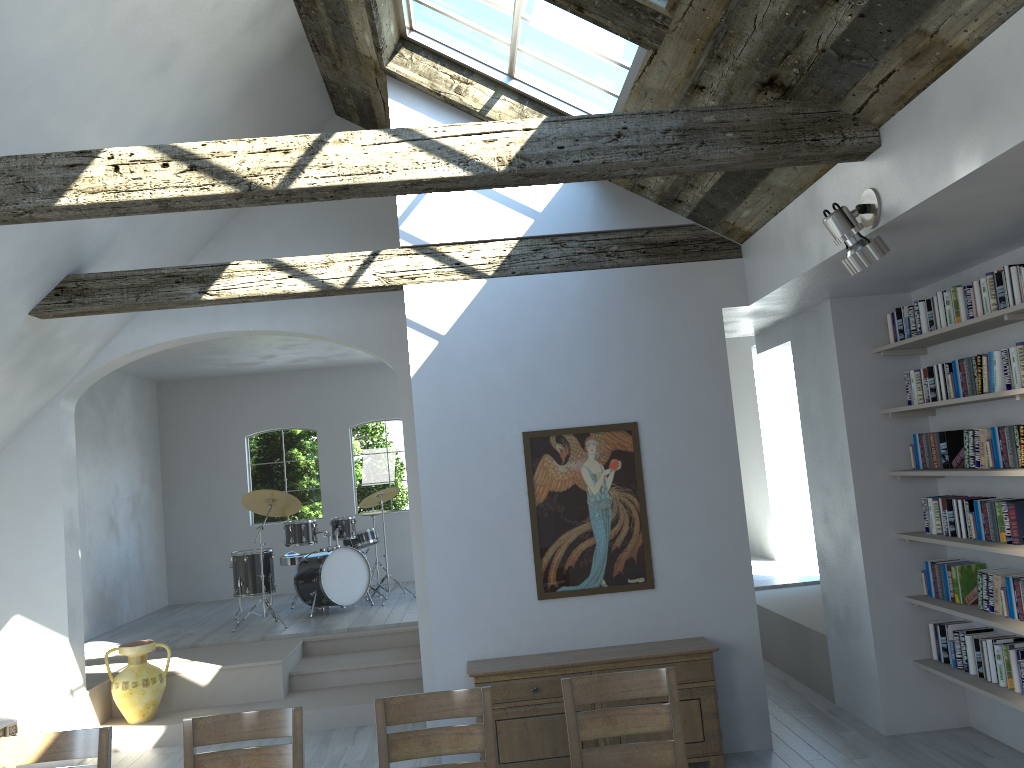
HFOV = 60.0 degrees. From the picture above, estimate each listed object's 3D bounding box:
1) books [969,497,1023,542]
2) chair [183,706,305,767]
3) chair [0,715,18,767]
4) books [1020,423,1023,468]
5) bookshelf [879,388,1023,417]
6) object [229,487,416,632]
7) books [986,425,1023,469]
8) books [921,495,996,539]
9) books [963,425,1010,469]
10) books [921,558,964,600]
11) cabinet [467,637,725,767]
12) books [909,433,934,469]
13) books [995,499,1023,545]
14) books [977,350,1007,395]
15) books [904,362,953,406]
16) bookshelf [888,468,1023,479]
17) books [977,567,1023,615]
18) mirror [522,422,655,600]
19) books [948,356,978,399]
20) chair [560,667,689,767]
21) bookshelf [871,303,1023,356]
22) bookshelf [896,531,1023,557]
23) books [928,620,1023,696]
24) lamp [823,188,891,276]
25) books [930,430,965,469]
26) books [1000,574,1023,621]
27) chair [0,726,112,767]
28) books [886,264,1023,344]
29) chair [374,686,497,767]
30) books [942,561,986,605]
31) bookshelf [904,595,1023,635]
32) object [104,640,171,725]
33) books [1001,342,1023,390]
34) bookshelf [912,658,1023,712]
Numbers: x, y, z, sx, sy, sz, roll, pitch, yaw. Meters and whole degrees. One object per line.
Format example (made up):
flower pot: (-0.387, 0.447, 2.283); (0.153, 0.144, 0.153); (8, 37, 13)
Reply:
books: (2.687, 0.747, 4.899); (0.209, 0.220, 0.278); (-5, -6, -5)
chair: (-0.998, 1.763, 3.189); (0.514, 1.006, 0.605); (-5, -6, -3)
chair: (-3.845, 2.237, 6.102); (0.655, 1.159, 0.552); (-7, -6, 22)
books: (2.673, 0.298, 4.408); (0.189, 0.228, 0.249); (-5, -6, -3)
bookshelf: (2.715, -0.203, 1.845); (0.315, 0.070, 7.825); (-5, -6, -3)
object: (-2.272, 1.835, 9.935); (1.465, 1.383, 2.354); (-10, -7, 41)
books: (2.662, 0.326, 4.677); (0.209, 0.220, 0.278); (-5, -6, -5)
books: (2.668, 0.788, 5.297); (0.214, 0.220, 0.490); (-5, -6, -3)
books: (2.649, 0.350, 4.920); (0.189, 0.228, 0.249); (-5, -6, -3)
books: (2.693, 1.205, 5.496); (0.209, 0.220, 0.278); (-5, -6, -5)
cabinet: (0.499, 1.974, 5.279); (1.481, 0.714, 0.383); (-5, -6, -3)
books: (2.623, 0.411, 5.510); (0.209, 0.220, 0.278); (-5, -6, -5)
books: (2.699, 0.717, 4.590); (0.189, 0.224, 0.345); (-5, -6, -3)
books: (2.624, -0.064, 4.727); (0.189, 0.228, 0.249); (-5, -6, -3)
books: (2.595, 0.004, 5.380); (0.214, 0.220, 0.490); (-5, -6, -3)
bookshelf: (2.752, 0.189, 1.807); (0.315, 0.070, 7.825); (-5, -6, -3)
books: (2.718, 1.144, 4.907); (0.189, 0.228, 0.249); (-5, -6, -3)
mirror: (0.478, 0.791, 5.570); (0.736, 1.047, 0.009); (-5, -6, -3)
books: (2.613, -0.036, 4.996); (0.209, 0.220, 0.278); (-5, -6, -5)
chair: (0.484, 1.635, 3.272); (0.514, 1.006, 0.605); (-5, -6, -3)
bookshelf: (2.679, -0.595, 1.883); (0.315, 0.070, 7.825); (-5, -6, -3)
bookshelf: (2.788, 0.581, 1.769); (0.315, 0.070, 7.825); (-5, -6, -3)
books: (2.796, 1.449, 4.110); (0.242, 0.237, 2.981); (-5, -6, -3)
lamp: (1.542, -0.678, 3.979); (0.265, 0.386, 0.235); (-7, -6, 18)
books: (2.636, 0.381, 5.201); (0.189, 0.224, 0.345); (-5, -6, -3)
books: (2.732, 1.121, 4.663); (0.209, 0.220, 0.278); (-5, -6, -5)
chair: (-1.740, 1.828, 3.147); (0.514, 1.006, 0.605); (-5, -6, -3)
books: (2.615, -0.507, 4.308); (0.242, 0.237, 2.981); (-5, -6, -3)
chair: (-0.257, 1.699, 3.230); (0.514, 1.006, 0.605); (-5, -6, -3)
books: (2.705, 1.173, 5.192); (0.189, 0.224, 0.345); (-5, -6, -3)
bookshelf: (2.824, 0.973, 1.731); (0.315, 0.070, 7.825); (-5, -6, -3)
object: (-2.951, 2.359, 7.015); (0.396, 0.605, 0.402); (-10, -8, 43)
books: (2.643, -0.107, 4.354); (0.214, 0.237, 0.490); (-5, -6, -3)
bookshelf: (2.860, 1.365, 1.693); (0.315, 0.070, 7.825); (-5, -6, -3)
